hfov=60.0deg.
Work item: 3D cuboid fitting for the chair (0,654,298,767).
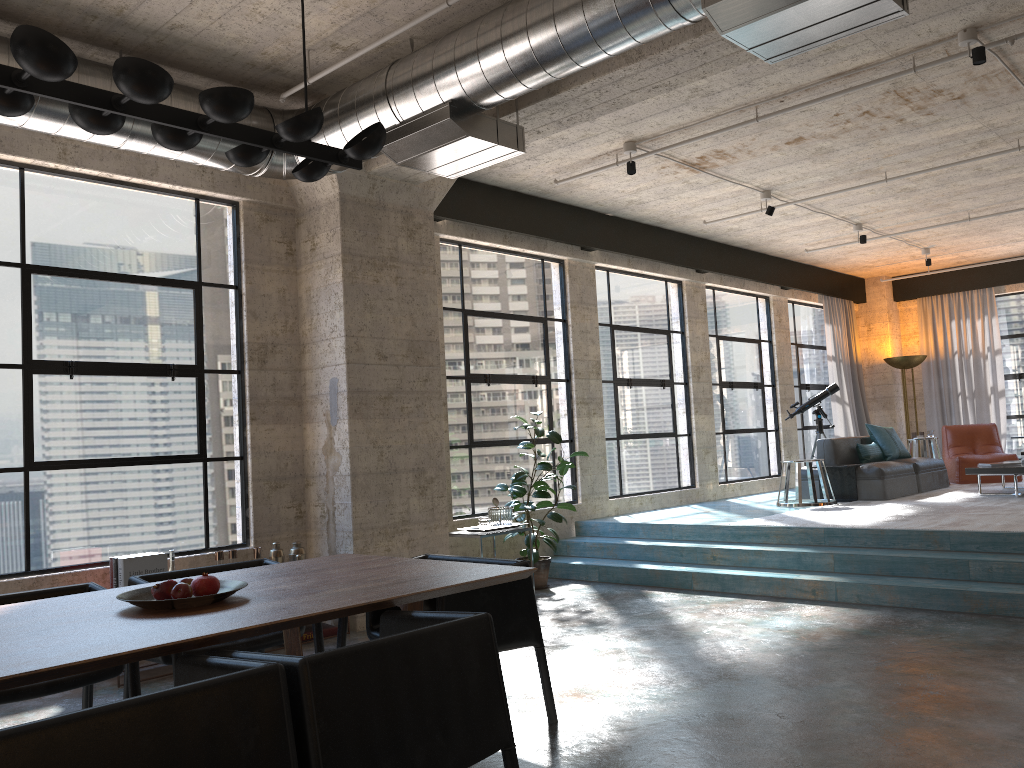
[{"bbox_3d":[-0.963,1.082,2.119,0.754,0.738,0.707,-7,-5,43],"label":"chair"}]

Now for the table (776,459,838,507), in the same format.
[{"bbox_3d":[3.119,1.045,9.442,0.620,0.472,0.620,1,-5,-44],"label":"table"}]

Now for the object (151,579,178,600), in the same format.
[{"bbox_3d":[-1.214,0.727,3.119,0.110,0.082,0.088,-3,-4,-7],"label":"object"}]

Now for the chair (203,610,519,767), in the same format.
[{"bbox_3d":[-0.453,1.092,2.645,0.754,0.738,0.707,-7,-5,43],"label":"chair"}]

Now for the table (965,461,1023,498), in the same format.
[{"bbox_3d":[5.511,0.991,9.356,0.900,0.309,1.500,-7,-5,43],"label":"table"}]

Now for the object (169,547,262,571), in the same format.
[{"bbox_3d":[-1.886,1.217,5.721,0.703,0.365,0.199,0,-5,-35],"label":"object"}]

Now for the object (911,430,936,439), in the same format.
[{"bbox_3d":[5.265,0.647,11.350,0.287,0.096,0.206,-3,-4,-6],"label":"object"}]

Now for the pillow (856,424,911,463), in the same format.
[{"bbox_3d":[4.374,0.695,10.591,1.042,0.466,0.349,0,-5,-36],"label":"pillow"}]

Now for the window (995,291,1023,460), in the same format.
[{"bbox_3d":[7.402,-0.088,13.624,1.780,2.530,0.081,-7,-5,43],"label":"window"}]

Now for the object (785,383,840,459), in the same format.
[{"bbox_3d":[4.052,0.699,11.827,0.617,1.406,0.595,-7,-6,44],"label":"object"}]

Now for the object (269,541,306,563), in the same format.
[{"bbox_3d":[-1.452,1.238,6.112,0.415,0.333,0.248,-2,-4,-11],"label":"object"}]

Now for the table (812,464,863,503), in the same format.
[{"bbox_3d":[3.571,1.088,9.729,0.420,0.390,0.413,-7,-5,43],"label":"table"}]

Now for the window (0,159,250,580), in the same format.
[{"bbox_3d":[-2.578,-0.098,5.836,0.081,2.530,1.780,-7,-5,43],"label":"window"}]

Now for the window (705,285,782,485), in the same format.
[{"bbox_3d":[3.073,0.016,11.799,0.081,2.530,1.780,-7,-5,43],"label":"window"}]

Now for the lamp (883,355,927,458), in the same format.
[{"bbox_3d":[6.065,0.500,13.510,0.619,1.822,0.619,-7,-5,43],"label":"lamp"}]

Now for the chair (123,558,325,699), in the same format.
[{"bbox_3d":[-1.354,1.245,4.164,0.707,0.738,0.754,0,-5,-42],"label":"chair"}]

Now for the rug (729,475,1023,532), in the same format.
[{"bbox_3d":[5.636,1.155,9.631,2.954,0.032,7.768,-7,-5,43],"label":"rug"}]

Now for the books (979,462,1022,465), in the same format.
[{"bbox_3d":[5.121,0.835,9.307,0.318,0.011,0.252,-3,-4,3],"label":"books"}]

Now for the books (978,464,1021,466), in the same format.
[{"bbox_3d":[5.115,0.846,9.311,0.318,0.011,0.252,-3,-4,-2],"label":"books"}]

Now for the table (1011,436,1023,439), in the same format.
[{"bbox_3d":[7.916,0.941,12.046,2.004,0.530,0.715,-7,-5,41],"label":"table"}]

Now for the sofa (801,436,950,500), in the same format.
[{"bbox_3d":[4.284,0.949,10.491,1.019,0.680,2.063,-7,-5,43],"label":"sofa"}]

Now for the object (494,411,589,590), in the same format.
[{"bbox_3d":[0.216,1.013,7.795,0.886,1.552,0.514,-5,-5,30],"label":"object"}]

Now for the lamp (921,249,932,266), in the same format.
[{"bbox_3d":[5.746,-1.751,12.272,0.143,0.223,0.107,-1,-4,-24],"label":"lamp"}]

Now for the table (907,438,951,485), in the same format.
[{"bbox_3d":[5.294,0.998,11.373,0.549,0.603,0.549,-5,-4,23],"label":"table"}]

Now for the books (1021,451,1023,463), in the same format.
[{"bbox_3d":[5.641,0.783,9.551,0.279,0.116,0.322,-5,-4,28],"label":"books"}]

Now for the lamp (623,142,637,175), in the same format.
[{"bbox_3d":[0.976,-1.839,7.251,0.107,0.236,0.145,-5,-4,26],"label":"lamp"}]

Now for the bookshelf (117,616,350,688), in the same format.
[{"bbox_3d":[-1.813,1.572,5.730,0.350,0.347,1.600,-7,-5,43],"label":"bookshelf"}]

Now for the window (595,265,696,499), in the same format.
[{"bbox_3d":[1.530,-0.015,10.170,0.081,2.530,1.780,-7,-5,43],"label":"window"}]

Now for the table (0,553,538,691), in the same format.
[{"bbox_3d":[-1.173,1.152,3.098,1.299,0.756,2.410,-7,-5,43],"label":"table"}]

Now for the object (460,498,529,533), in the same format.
[{"bbox_3d":[-0.158,1.079,7.339,0.327,0.253,0.546,-7,-5,43],"label":"object"}]

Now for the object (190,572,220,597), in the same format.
[{"bbox_3d":[-1.152,0.721,3.158,0.219,0.097,0.100,-3,-4,-3],"label":"object"}]

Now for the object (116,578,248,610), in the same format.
[{"bbox_3d":[-1.160,0.734,3.134,0.435,0.079,0.435,-2,-4,-10],"label":"object"}]

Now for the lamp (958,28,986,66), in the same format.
[{"bbox_3d":[2.839,-2.072,5.475,0.141,0.215,0.107,-5,-4,26],"label":"lamp"}]

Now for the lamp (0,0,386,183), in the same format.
[{"bbox_3d":[-1.322,-1.588,3.301,0.583,1.327,1.813,-7,-5,43],"label":"lamp"}]

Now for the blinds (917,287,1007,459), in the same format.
[{"bbox_3d":[6.871,-0.110,13.635,1.187,2.986,0.404,-7,-6,44],"label":"blinds"}]

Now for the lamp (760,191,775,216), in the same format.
[{"bbox_3d":[2.573,-1.801,8.906,0.144,0.252,0.107,-5,-4,27],"label":"lamp"}]

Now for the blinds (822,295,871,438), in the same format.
[{"bbox_3d":[5.254,-0.031,13.645,0.384,2.985,1.131,-7,-5,43],"label":"blinds"}]

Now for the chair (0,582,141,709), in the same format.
[{"bbox_3d":[-1.971,1.237,3.585,0.707,0.738,0.754,0,-5,-42],"label":"chair"}]

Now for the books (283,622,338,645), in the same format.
[{"bbox_3d":[-1.434,1.607,6.097,0.393,0.263,0.274,0,-5,-37],"label":"books"}]

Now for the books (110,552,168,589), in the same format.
[{"bbox_3d":[-2.244,1.210,5.328,0.191,0.362,0.277,-7,-5,43],"label":"books"}]

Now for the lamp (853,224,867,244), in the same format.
[{"bbox_3d":[4.149,-1.783,10.580,0.143,0.223,0.107,-2,-4,-13],"label":"lamp"}]

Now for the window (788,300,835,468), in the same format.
[{"bbox_3d":[4.617,0.047,13.427,0.081,2.530,1.780,-7,-5,43],"label":"window"}]

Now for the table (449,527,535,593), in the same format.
[{"bbox_3d":[-0.190,1.487,7.302,0.450,0.563,0.600,-7,-5,43],"label":"table"}]

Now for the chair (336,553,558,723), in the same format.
[{"bbox_3d":[-0.318,1.178,3.992,0.707,0.738,0.754,-7,-5,43],"label":"chair"}]

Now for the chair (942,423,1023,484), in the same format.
[{"bbox_3d":[6.096,0.900,11.597,0.801,0.759,0.920,-4,-4,13],"label":"chair"}]

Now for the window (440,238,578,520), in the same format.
[{"bbox_3d":[-0.014,-0.046,8.541,0.081,2.530,1.780,-7,-5,43],"label":"window"}]
